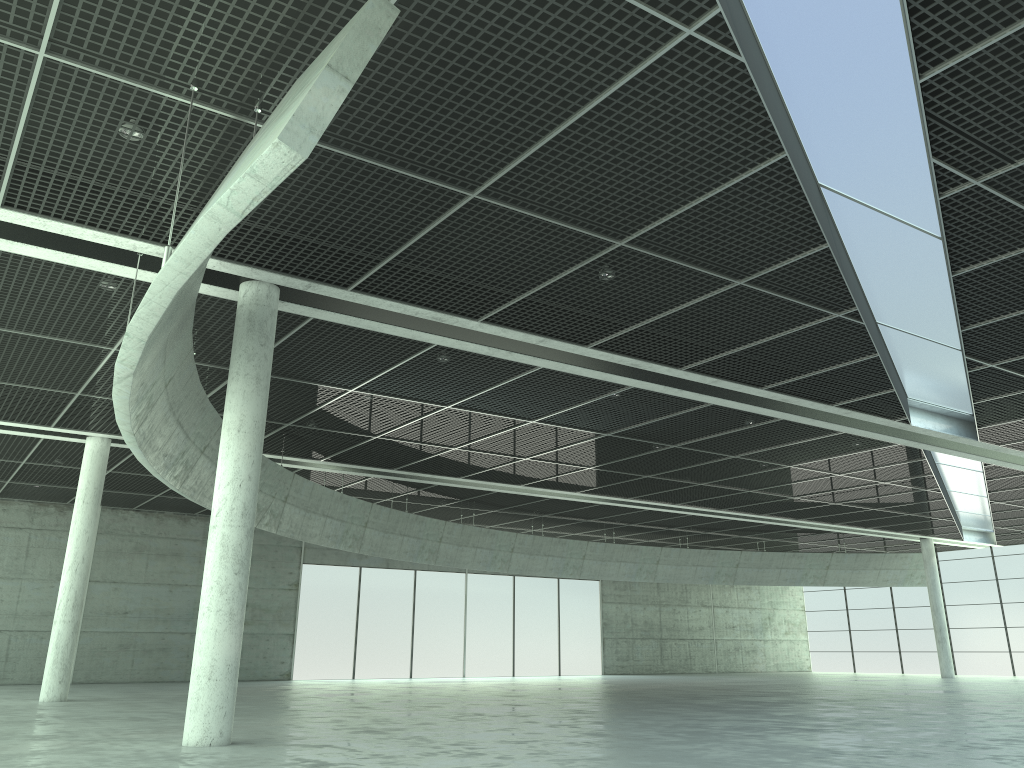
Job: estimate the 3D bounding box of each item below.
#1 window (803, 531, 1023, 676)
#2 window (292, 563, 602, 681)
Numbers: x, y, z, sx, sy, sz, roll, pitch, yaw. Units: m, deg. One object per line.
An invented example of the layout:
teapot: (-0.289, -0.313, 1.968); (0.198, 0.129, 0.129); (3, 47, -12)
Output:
window: (23.641, 9.749, 45.897); (100.714, 16.080, 99.639); (12, -22, -32)
window: (-4.444, 25.306, 83.995); (33.504, 10.662, 0.159); (12, -22, -33)
